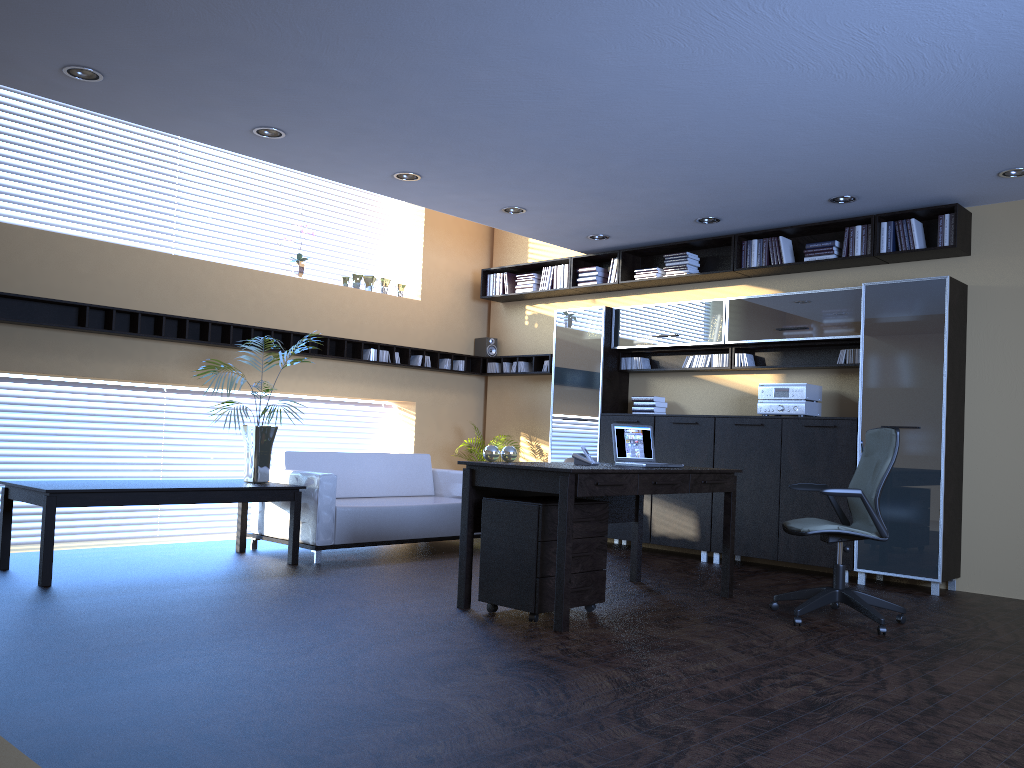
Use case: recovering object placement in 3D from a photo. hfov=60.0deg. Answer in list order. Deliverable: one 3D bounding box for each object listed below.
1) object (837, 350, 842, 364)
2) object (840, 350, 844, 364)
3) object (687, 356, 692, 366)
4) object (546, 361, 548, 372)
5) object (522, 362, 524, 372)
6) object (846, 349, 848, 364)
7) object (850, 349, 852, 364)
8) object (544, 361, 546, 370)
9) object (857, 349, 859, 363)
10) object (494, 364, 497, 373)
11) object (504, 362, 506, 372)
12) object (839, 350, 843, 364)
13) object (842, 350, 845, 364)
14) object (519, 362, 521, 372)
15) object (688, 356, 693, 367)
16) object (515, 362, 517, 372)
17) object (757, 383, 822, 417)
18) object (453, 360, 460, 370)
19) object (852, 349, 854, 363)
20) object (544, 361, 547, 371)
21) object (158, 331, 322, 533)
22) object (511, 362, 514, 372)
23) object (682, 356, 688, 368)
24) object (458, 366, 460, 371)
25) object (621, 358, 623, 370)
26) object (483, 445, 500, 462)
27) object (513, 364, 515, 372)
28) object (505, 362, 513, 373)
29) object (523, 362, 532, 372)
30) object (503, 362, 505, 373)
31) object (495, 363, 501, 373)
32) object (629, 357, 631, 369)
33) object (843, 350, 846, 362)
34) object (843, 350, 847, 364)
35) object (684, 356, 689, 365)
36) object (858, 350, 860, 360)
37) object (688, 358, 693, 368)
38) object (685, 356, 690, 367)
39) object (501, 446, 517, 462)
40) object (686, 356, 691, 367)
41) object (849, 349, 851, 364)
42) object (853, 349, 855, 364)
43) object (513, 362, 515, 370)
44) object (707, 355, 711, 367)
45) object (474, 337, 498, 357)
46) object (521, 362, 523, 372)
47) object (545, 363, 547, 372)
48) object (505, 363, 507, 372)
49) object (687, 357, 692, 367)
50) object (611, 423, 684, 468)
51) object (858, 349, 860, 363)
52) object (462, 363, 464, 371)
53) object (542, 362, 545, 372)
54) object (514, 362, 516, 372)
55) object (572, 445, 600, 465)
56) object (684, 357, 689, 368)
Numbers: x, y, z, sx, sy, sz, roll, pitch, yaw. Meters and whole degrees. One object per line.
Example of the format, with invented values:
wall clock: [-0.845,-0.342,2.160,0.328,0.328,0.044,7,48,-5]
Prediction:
object: [2.809,-0.223,7.529,0.040,0.118,0.142,0,-3,43]
object: [2.827,-0.224,7.512,0.030,0.120,0.142,1,-3,43]
object: [1.744,-0.206,8.526,0.059,0.112,0.142,0,-4,43]
object: [0.431,-0.191,9.752,0.030,0.120,0.142,1,-3,43]
object: [0.168,-0.187,9.998,0.030,0.120,0.142,1,-3,43]
object: [2.856,-0.225,7.482,0.009,0.120,0.142,1,-3,43]
object: [2.873,-0.226,7.454,0.009,0.124,0.142,1,-3,43]
object: [0.408,-0.191,9.773,0.030,0.120,0.142,1,-3,43]
object: [2.916,-0.227,7.413,0.009,0.120,0.142,1,-3,43]
object: [-0.150,-0.183,10.295,0.009,0.120,0.142,1,-3,43]
object: [-0.033,-0.185,10.186,0.030,0.120,0.142,1,-3,43]
object: [2.820,-0.224,7.519,0.030,0.120,0.142,1,-3,43]
object: [2.835,-0.224,7.505,0.030,0.120,0.142,1,-3,43]
object: [0.130,-0.187,10.033,0.009,0.120,0.142,1,-3,43]
object: [1.750,-0.206,8.516,0.055,0.110,0.140,0,-4,43]
object: [0.089,-0.186,10.071,0.030,0.120,0.142,1,-3,43]
object: [2.400,0.145,7.671,0.430,0.281,0.363,0,-4,43]
object: [-0.664,-0.212,10.156,0.142,0.118,0.040,0,-3,43]
object: [2.891,-0.226,7.445,0.009,0.120,0.142,1,-3,43]
object: [0.416,-0.191,9.766,0.030,0.120,0.142,1,-3,43]
object: [-2.314,0.475,7.542,1.040,1.858,1.897,4,-3,-27]
object: [0.056,-0.185,10.102,0.040,0.118,0.142,0,-3,43]
object: [1.703,-0.206,8.555,0.059,0.112,0.142,0,-4,43]
object: [-0.651,-0.212,10.177,0.142,0.120,0.009,0,-3,43]
object: [1.164,-0.202,9.061,0.009,0.120,0.142,1,-3,43]
object: [-0.130,0.435,5.566,0.105,0.105,0.105,4,-3,-28]
object: [0.074,-0.186,10.085,0.030,0.120,0.142,1,-3,43]
object: [-0.015,-0.184,10.168,0.040,0.118,0.142,0,-3,43]
object: [0.179,-0.187,9.988,0.040,0.118,0.142,0,-3,43]
object: [-0.041,-0.185,10.193,0.030,0.120,0.142,1,-3,43]
object: [-0.132,-0.182,10.278,0.040,0.118,0.142,0,-3,43]
object: [1.238,-0.203,8.993,0.009,0.120,0.142,1,-3,43]
object: [2.836,-0.225,7.491,0.026,0.117,0.140,1,-3,43]
object: [2.842,-0.224,7.497,0.030,0.120,0.142,1,-3,43]
object: [1.717,-0.206,8.556,0.059,0.112,0.142,0,-4,43]
object: [2.932,-0.226,7.415,0.009,0.120,0.142,1,-3,43]
object: [1.754,-0.206,8.521,0.059,0.112,0.142,0,-4,43]
object: [1.728,-0.206,8.538,0.059,0.112,0.142,0,-4,43]
object: [-0.019,0.443,5.611,0.105,0.105,0.105,4,-3,-28]
object: [1.734,-0.206,8.528,0.055,0.110,0.140,0,-4,43]
object: [2.870,-0.226,7.453,0.009,0.120,0.142,1,-3,43]
object: [2.896,-0.226,7.436,0.009,0.120,0.142,1,-3,43]
object: [0.067,-0.186,10.092,0.030,0.120,0.142,1,-3,43]
object: [1.898,-0.212,8.376,0.036,0.116,0.140,1,-3,43]
object: [-0.306,-0.424,10.470,0.159,0.229,0.254,4,-3,-37]
object: [0.160,-0.187,10.005,0.030,0.120,0.142,1,-3,43]
object: [0.423,-0.191,9.759,0.030,0.120,0.142,1,-3,43]
object: [-0.026,-0.185,10.179,0.030,0.120,0.142,1,-3,43]
object: [1.744,-0.206,8.525,0.055,0.110,0.140,0,-4,43]
object: [0.923,0.418,6.030,0.390,0.282,0.323,5,-4,-37]
object: [2.929,-0.226,7.413,0.006,0.118,0.140,1,-3,43]
object: [-0.611,-0.208,10.209,0.142,0.120,0.009,0,-3,43]
object: [0.397,-0.190,9.783,0.040,0.118,0.142,0,-3,43]
object: [0.082,-0.186,10.078,0.030,0.120,0.142,1,-3,43]
object: [0.479,0.460,5.739,0.146,0.126,0.130,1,-3,28]
object: [1.721,-0.206,8.545,0.059,0.112,0.142,0,-4,43]
